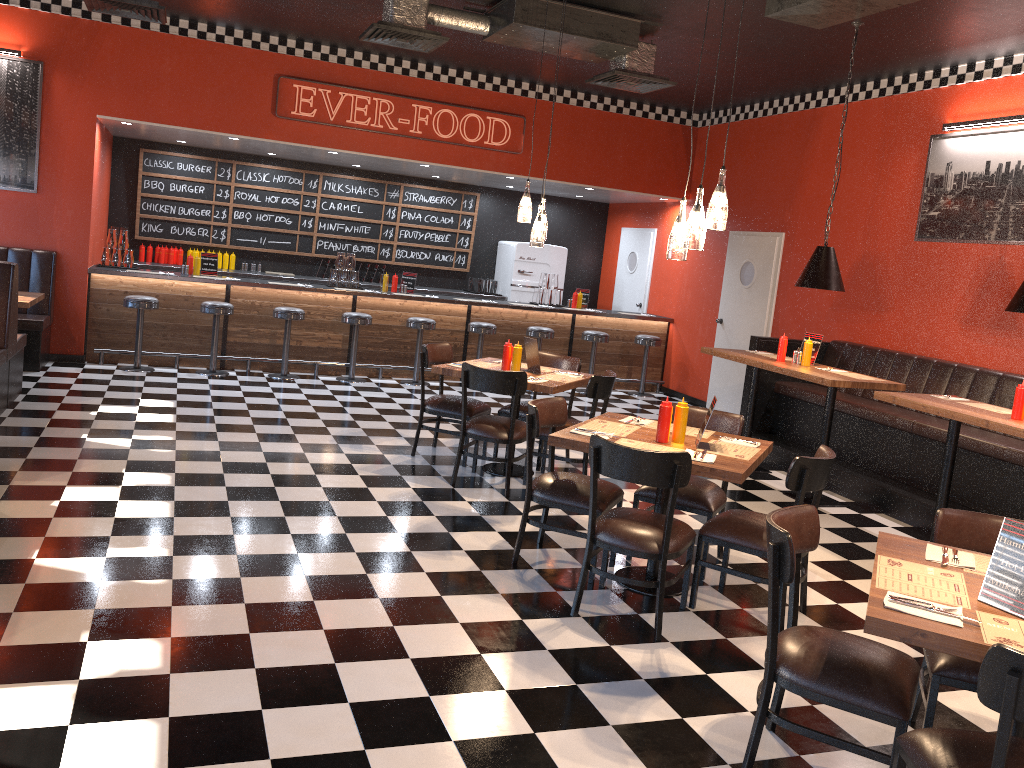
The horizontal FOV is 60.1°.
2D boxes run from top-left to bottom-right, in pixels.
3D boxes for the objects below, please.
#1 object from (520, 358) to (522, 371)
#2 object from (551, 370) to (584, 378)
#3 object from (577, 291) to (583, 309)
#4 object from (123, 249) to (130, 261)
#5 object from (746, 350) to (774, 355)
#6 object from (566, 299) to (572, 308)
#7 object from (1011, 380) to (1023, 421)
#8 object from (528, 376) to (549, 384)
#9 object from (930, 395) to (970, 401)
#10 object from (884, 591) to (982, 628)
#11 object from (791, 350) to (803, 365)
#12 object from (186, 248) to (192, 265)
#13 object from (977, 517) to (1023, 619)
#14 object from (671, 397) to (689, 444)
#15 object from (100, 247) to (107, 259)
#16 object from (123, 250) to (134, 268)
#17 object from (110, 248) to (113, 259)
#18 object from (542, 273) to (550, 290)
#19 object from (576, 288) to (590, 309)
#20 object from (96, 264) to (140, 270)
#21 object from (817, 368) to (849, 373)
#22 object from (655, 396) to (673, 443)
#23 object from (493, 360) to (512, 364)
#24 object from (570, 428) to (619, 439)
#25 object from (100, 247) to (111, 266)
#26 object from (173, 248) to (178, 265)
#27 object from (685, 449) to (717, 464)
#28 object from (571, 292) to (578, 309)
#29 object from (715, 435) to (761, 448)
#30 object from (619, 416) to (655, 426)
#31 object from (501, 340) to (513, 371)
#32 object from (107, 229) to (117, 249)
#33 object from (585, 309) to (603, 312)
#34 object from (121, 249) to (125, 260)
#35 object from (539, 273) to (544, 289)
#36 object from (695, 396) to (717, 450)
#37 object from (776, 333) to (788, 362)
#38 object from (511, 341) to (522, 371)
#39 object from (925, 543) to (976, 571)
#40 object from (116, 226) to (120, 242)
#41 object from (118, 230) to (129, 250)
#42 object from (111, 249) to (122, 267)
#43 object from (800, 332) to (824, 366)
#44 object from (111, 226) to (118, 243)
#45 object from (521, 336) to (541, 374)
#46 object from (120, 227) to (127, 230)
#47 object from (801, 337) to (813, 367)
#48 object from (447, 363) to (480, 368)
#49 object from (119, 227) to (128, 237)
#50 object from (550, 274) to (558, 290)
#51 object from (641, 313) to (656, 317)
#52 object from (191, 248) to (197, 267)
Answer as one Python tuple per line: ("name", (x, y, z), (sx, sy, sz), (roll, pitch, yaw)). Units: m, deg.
("object", (0.039, -0.163, 6.626), (0.046, 0.135, 0.094), (3, 8, -31))
("object", (0.412, -0.080, 6.734), (0.255, 0.019, 0.158), (9, 9, 18))
("object", (0.892, -1.112, 11.673), (0.068, 0.237, 0.068), (11, 8, 38))
("object", (-4.269, -1.392, 9.857), (0.105, 0.208, 0.106), (2, 8, -36))
("object", (2.187, -0.287, 7.891), (0.255, 0.019, 0.158), (2, 9, -24))
("object", (0.772, -1.076, 11.697), (0.093, 0.135, 0.047), (3, 7, -26))
("object", (3.000, 0.093, 5.225), (0.068, 0.237, 0.068), (6, 6, -1))
("object", (0.164, -0.034, 6.247), (0.158, 0.019, 0.256), (10, 9, 24))
("object", (2.929, 0.086, 5.955), (0.255, 0.019, 0.158), (2, 9, -24))
("object", (1.199, 0.641, 2.529), (0.256, 0.019, 0.158), (11, 10, 27))
("object", (2.332, -0.231, 7.231), (0.046, 0.135, 0.094), (3, 8, -30))
("object", (-4.234, -1.671, 11.640), (0.068, 0.237, 0.068), (0, 9, -44))
("object", (1.490, 0.543, 2.588), (0.072, 0.256, 0.189), (3, 8, -31))
("object", (0.871, 0.185, 4.574), (0.068, 0.237, 0.068), (5, 6, -16))
("object", (-4.491, -1.406, 9.784), (0.105, 0.208, 0.106), (2, 8, -36))
("object", (-4.218, -1.371, 9.752), (0.105, 0.208, 0.106), (2, 8, -36))
("object", (-4.986, -1.650, 11.043), (0.105, 0.208, 0.106), (2, 8, -36))
("object", (0.444, -1.337, 11.529), (0.105, 0.208, 0.105), (9, 7, 24))
("object", (0.929, -1.138, 11.810), (0.188, 0.256, 0.072), (8, 6, 14))
("object", (-4.352, -1.293, 9.787), (0.436, 0.018, 0.274), (3, 9, -21))
("object", (2.513, -0.117, 6.997), (0.255, 0.019, 0.158), (2, 9, -24))
("object", (0.783, 0.180, 4.543), (0.068, 0.237, 0.068), (5, 6, -16))
("object", (-0.052, -0.176, 7.035), (0.158, 0.019, 0.255), (11, 10, 26))
("object", (0.434, 0.252, 4.552), (0.255, 0.019, 0.158), (10, 9, 23))
("object", (-4.441, -1.385, 9.686), (0.105, 0.208, 0.106), (2, 8, -36))
("object", (-4.413, -1.687, 11.615), (0.068, 0.237, 0.068), (4, 7, -20))
("object", (0.910, 0.343, 4.294), (0.158, 0.019, 0.256), (9, 9, 16))
("object", (0.825, -1.109, 11.608), (0.068, 0.237, 0.068), (7, 6, 10))
("object", (1.204, 0.304, 4.770), (0.256, 0.019, 0.158), (10, 9, 25))
("object", (0.704, 0.208, 5.039), (0.158, 0.019, 0.255), (10, 9, 26))
("object", (-0.035, -0.215, 6.565), (0.068, 0.237, 0.068), (9, 7, 21))
("object", (-4.370, -1.588, 9.682), (0.105, 0.208, 0.106), (2, 8, -36))
("object", (1.063, -0.967, 11.577), (0.157, 0.019, 0.256), (2, 9, -26))
("object", (-4.881, -1.646, 11.095), (0.105, 0.208, 0.106), (2, 8, -36))
("object", (0.408, -1.354, 11.611), (0.105, 0.208, 0.105), (9, 7, 24))
("object", (0.996, 0.193, 4.549), (0.072, 0.256, 0.189), (7, 7, 9))
("object", (2.223, -0.302, 7.276), (0.068, 0.237, 0.068), (12, 9, 43))
("object", (0.036, -0.198, 6.505), (0.068, 0.237, 0.068), (6, 6, -6))
("object", (1.512, 0.596, 3.054), (0.158, 0.019, 0.255), (10, 9, 25))
("object", (-5.010, -1.887, 11.195), (0.105, 0.208, 0.106), (2, 8, -36))
("object", (-4.256, -1.580, 9.713), (0.105, 0.208, 0.106), (2, 8, -36))
("object", (-4.335, -1.378, 9.715), (0.105, 0.208, 0.106), (2, 8, -36))
("object", (2.456, -0.291, 7.307), (0.072, 0.256, 0.189), (3, 8, -30))
("object", (-4.980, -1.866, 11.081), (0.105, 0.208, 0.106), (2, 8, -36))
("object", (0.152, -0.216, 6.645), (0.072, 0.256, 0.189), (3, 8, -31))
("object", (-4.926, -1.883, 11.231), (0.105, 0.208, 0.106), (2, 8, -36))
("object", (2.374, -0.261, 7.116), (0.068, 0.237, 0.068), (12, 9, 43))
("object", (-0.341, -0.133, 6.539), (0.256, 0.019, 0.158), (11, 10, 28))
("object", (-4.877, -1.862, 11.127), (0.105, 0.208, 0.106), (2, 8, -36))
("object", (0.557, -1.329, 11.560), (0.105, 0.208, 0.105), (9, 7, 24))
("object", (1.819, -0.928, 11.866), (0.157, 0.019, 0.256), (5, 9, -11))
("object", (-4.160, -1.654, 11.585), (0.068, 0.237, 0.068), (0, 9, -44))
